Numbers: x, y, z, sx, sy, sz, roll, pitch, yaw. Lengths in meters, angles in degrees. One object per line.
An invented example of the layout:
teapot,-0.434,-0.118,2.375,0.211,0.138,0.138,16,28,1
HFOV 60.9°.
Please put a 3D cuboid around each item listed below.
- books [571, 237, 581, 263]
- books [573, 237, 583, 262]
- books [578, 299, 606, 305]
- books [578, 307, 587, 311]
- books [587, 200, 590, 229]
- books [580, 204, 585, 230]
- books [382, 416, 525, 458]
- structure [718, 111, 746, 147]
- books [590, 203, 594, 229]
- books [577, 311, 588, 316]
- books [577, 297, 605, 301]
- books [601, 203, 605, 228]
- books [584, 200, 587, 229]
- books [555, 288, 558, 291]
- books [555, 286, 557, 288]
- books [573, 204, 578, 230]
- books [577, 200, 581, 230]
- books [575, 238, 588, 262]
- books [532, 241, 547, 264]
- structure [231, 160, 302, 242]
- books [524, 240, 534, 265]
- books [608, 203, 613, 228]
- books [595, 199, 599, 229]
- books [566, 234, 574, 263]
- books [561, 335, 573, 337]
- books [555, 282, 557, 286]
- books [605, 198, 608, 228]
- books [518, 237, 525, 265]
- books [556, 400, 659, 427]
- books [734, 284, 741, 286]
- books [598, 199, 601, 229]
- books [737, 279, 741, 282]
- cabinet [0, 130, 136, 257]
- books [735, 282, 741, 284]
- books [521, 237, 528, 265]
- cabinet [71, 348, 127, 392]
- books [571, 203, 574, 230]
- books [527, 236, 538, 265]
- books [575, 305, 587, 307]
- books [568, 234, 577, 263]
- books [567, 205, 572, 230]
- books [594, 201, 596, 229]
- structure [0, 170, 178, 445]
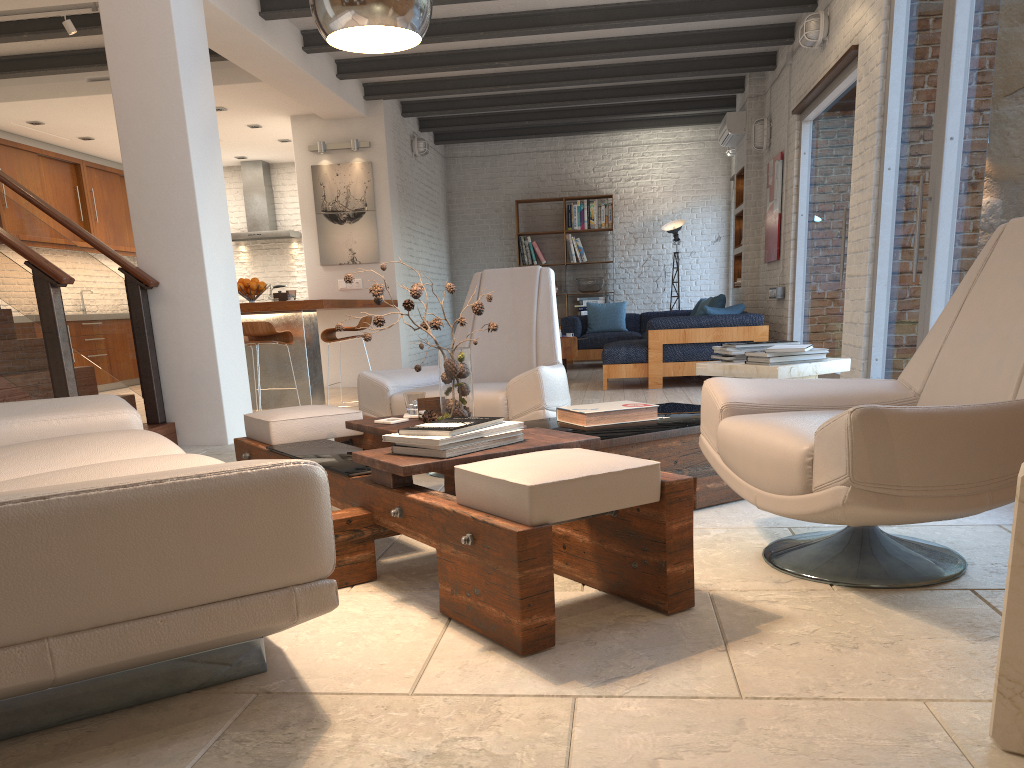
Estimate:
books,0.895,-1.853,12.074,0.125,0.361,0.262,-1,11,7
books,0.917,-1.854,12.080,0.125,0.361,0.262,-1,11,7
books,1.117,-1.144,12.241,0.380,0.067,0.236,-2,6,1
books,1.092,-1.059,12.236,0.326,0.057,0.246,-2,6,2
books,1.051,-2.308,11.934,0.036,0.397,0.234,-1,12,7
books,0.969,-2.278,11.962,0.055,0.341,0.245,-1,12,7
books,-0.164,0.157,2.679,0.248,0.077,0.392,2,7,39
structure,2.415,-2.793,9.590,0.200,0.227,0.788,-1,6,7
books,1.096,-2.280,11.921,0.055,0.341,0.245,-1,12,7
books,1.123,-1.000,12.260,0.379,0.067,0.237,-3,6,-6
books,1.110,-1.195,12.224,0.380,0.038,0.236,-2,5,7
books,1.247,-2.286,11.912,0.055,0.341,0.245,-1,12,7
books,1.013,-2.306,11.929,0.036,0.397,0.234,-1,12,7
books,0.452,-1.324,12.248,0.380,0.038,0.236,-2,5,1
books,0.451,-1.355,12.259,0.356,0.021,0.263,-2,5,6
books,0.874,-2.274,11.955,0.055,0.341,0.245,-1,12,7
books,0.920,-2.303,11.946,0.036,0.397,0.234,-1,12,7
books,0.964,-1.846,12.062,0.158,0.341,0.245,-1,12,7
books,0.386,-1.825,12.159,0.195,0.330,0.245,-1,11,7
structure,-3.444,-2.477,11.782,0.986,1.029,0.439,-1,13,7
books,0.240,-1.828,12.183,0.102,0.346,0.245,-1,12,7
books,1.346,-2.292,11.921,0.055,0.341,0.245,-1,12,7
books,1.166,-2.313,11.933,0.036,0.397,0.234,-1,12,7
books,0.805,-1.868,12.093,0.101,0.397,0.234,-1,12,7
books,0.589,-0.570,10.464,0.228,0.023,0.159,-6,6,-34
books,0.457,-1.394,12.246,0.326,0.057,0.246,-2,6,9
books,1.294,-2.316,11.904,0.036,0.397,0.234,-1,12,7
books,0.147,-1.848,12.162,0.091,0.398,0.234,-1,12,7
books,0.377,0.116,3.465,0.324,0.058,0.248,-5,6,-22
books,2.638,-1.134,9.986,0.162,0.018,0.244,-1,5,17
books,1.201,-2.313,11.916,0.036,0.397,0.234,-1,12,7
books,2.644,-1.187,9.966,0.132,0.035,0.199,-1,6,17
cabinet,-5.382,-2.201,10.660,0.462,1.200,3.232,-1,6,7
books,2.643,-1.160,9.967,0.171,0.019,0.229,-2,5,9
books,0.185,-1.850,12.164,0.091,0.398,0.234,-1,12,7
cabinet,-4.058,-1.438,11.077,4.730,2.936,2.211,-7,12,-28
books,0.837,-2.288,11.973,0.021,0.372,0.261,-1,12,7
books,0.290,-1.850,12.140,0.121,0.395,0.234,-1,12,7
books,1.108,-1.099,12.236,0.444,0.021,0.263,-2,5,7
books,0.840,-1.867,12.066,0.103,0.397,0.234,-1,12,7
books,0.799,-2.273,11.983,0.055,0.341,0.245,-1,12,7
books,1.136,-2.297,11.927,0.021,0.372,0.261,-1,12,7
structure,-2.658,-1.723,5.858,10.158,4.286,13.402,-2,6,7
